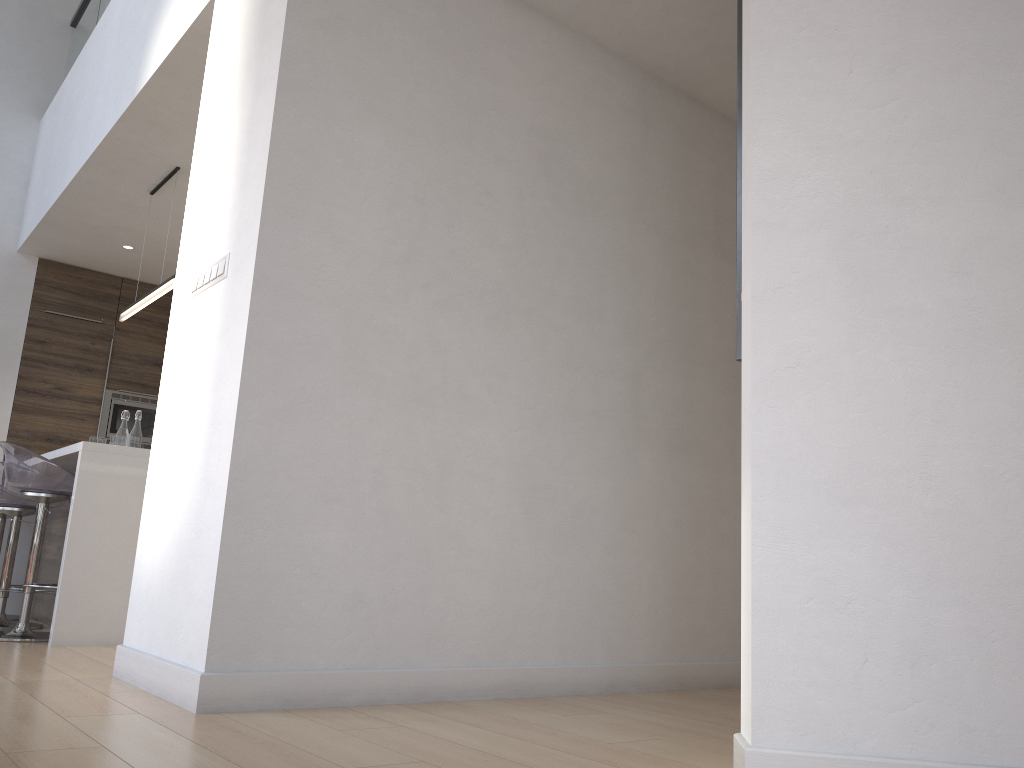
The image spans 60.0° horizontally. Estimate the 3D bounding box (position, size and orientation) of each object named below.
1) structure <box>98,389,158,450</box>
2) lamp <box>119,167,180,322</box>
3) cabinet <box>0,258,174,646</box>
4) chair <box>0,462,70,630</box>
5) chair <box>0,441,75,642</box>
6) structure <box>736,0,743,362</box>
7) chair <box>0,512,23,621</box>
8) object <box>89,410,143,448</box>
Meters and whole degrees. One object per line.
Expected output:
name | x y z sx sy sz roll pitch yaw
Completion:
structure | -3.026 0.332 7.088 0.595 0.430 0.459 13 -15 -37
lamp | -2.028 -0.812 5.042 0.020 0.756 0.998 13 -15 -37
cabinet | -1.344 0.159 5.192 2.402 2.501 4.694 13 -15 -37
chair | -2.494 0.803 4.426 0.475 0.787 0.434 0 -13 15
chair | -2.121 0.701 3.969 0.434 0.838 0.475 13 -16 -39
structure | 3.068 -1.124 2.478 4.190 4.339 2.823 13 -15 -37
chair | -2.822 0.878 4.863 0.434 0.787 0.475 8 -13 -19
object | -2.021 0.240 4.478 0.148 0.267 0.323 0 -13 17
